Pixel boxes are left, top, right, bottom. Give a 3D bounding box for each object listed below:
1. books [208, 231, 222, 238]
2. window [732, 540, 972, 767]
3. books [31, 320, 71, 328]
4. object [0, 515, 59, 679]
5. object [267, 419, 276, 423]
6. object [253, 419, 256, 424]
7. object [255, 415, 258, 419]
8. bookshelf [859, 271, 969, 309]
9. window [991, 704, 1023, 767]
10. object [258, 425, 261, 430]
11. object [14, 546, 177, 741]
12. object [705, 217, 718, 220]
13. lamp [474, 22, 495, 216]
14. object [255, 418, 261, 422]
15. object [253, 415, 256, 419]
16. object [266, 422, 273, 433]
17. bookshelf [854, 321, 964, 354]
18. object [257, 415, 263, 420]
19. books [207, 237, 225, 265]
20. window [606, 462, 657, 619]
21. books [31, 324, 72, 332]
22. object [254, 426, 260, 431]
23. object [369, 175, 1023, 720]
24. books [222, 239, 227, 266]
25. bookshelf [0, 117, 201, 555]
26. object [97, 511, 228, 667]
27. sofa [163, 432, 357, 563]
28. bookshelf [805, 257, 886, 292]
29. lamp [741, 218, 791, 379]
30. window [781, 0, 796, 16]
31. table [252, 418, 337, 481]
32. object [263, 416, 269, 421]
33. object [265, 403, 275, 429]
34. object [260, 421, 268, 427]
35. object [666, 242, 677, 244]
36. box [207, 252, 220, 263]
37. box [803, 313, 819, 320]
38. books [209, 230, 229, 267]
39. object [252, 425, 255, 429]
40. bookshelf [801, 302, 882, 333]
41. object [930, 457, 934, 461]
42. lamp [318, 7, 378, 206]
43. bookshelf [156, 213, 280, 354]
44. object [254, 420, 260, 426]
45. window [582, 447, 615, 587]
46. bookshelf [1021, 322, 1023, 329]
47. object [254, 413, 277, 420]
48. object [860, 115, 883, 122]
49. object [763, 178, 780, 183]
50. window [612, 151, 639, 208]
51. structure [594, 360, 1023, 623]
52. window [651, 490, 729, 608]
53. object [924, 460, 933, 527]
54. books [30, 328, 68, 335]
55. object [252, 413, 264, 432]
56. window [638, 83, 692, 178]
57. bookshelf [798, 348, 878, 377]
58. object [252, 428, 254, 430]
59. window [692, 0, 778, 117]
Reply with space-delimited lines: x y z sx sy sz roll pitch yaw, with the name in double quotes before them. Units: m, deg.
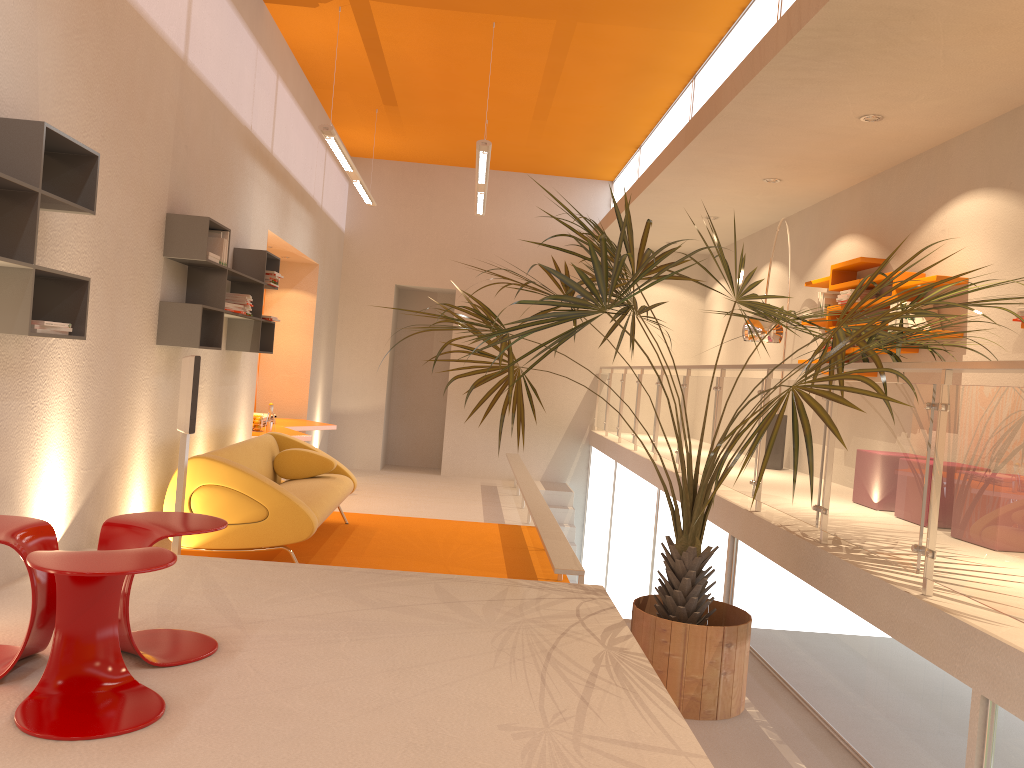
"books" -1.967 -0.875 5.668 0.207 0.210 0.021 5 1 -3
"window" 0.919 0.854 2.315 0.908 1.393 6.719 5 1 17
"books" -1.904 -0.243 3.493 0.230 0.017 0.227 5 1 -3
"object" -1.680 0.672 2.804 0.420 0.450 0.391 5 1 -3
"object" -2.654 0.392 9.348 0.250 0.049 0.349 5 1 -3
"object" -2.437 0.361 8.436 0.051 0.053 0.064 5 1 35
"object" -2.452 0.318 8.485 0.063 0.051 0.053 5 1 -10
"bookshelf" 2.864 -0.697 6.395 0.220 0.220 1.150 5 1 -3
"window" 0.857 2.472 0.813 0.993 4.599 4.234 5 1 29
"object" -2.416 0.418 8.435 0.061 0.053 0.053 5 1 -15
"object" -1.193 0.716 2.553 0.391 0.450 0.420 4 1 -33
"object" 2.204 -1.849 9.778 0.143 0.059 0.143 4 1 -31
"lamp" -0.252 -2.398 8.507 0.120 1.052 3.195 5 1 -3
"object" -2.405 0.339 8.407 0.053 0.051 0.063 5 1 -12
"object" -2.466 0.314 8.427 0.063 0.053 0.051 5 1 34
"object" -2.276 0.409 8.320 0.060 0.106 0.060 5 1 29
"bookshelf" 2.834 -0.341 6.400 0.220 0.220 1.150 5 1 -3
"object" -2.407 0.326 8.460 0.057 0.060 0.052 5 1 20
"books" -1.953 -0.853 5.639 0.230 0.169 0.023 5 1 -3
"window" 1.123 2.801 9.208 0.006 3.760 2.311 5 1 -3
"books" -1.893 -0.226 3.489 0.190 0.015 0.254 5 1 4
"object" -2.406 0.419 8.375 0.053 0.053 0.061 5 1 -13
"object" 0.872 0.240 4.103 3.098 2.600 3.241 5 1 5
"books" -1.958 -0.854 5.693 0.230 0.169 0.027 5 1 -3
"bookshelf" -1.914 0.094 3.435 0.322 2.145 3.370 5 1 -1
"object" -1.230 0.705 3.102 0.391 0.450 0.420 5 1 27
"sofa" -1.703 0.788 6.383 0.929 0.706 2.081 5 1 -3
"bookshelf" 2.823 -0.896 7.573 0.220 0.220 1.150 5 1 -3
"lamp" 2.245 -0.326 7.726 0.315 2.259 2.077 5 1 20
"window" 1.789 -2.345 4.271 0.006 0.660 2.794 5 1 -3
"table" -2.452 0.817 9.186 0.969 0.760 2.573 5 1 -3
"object" -2.628 0.350 8.993 0.262 0.049 0.349 5 1 -3
"object" -2.277 0.317 8.331 0.101 0.288 0.088 4 1 -33
"object" -2.632 0.399 8.993 0.262 0.049 0.349 5 1 -3
"object" 2.112 -1.883 11.727 0.143 0.059 0.143 4 1 -31
"box" -1.960 -0.791 5.495 0.232 0.047 0.232 5 1 -3
"box" 2.735 -0.593 7.849 0.232 0.047 0.232 5 1 -3
"books" -1.958 -0.884 5.743 0.230 0.227 0.017 5 1 -3
"object" -2.452 0.396 8.358 0.052 0.053 0.062 4 1 -21
"bookshelf" 2.794 -0.541 7.578 0.220 0.220 1.150 5 1 -3
"object" 2.639 0.668 6.128 0.390 0.377 0.390 5 1 -3
"lamp" -1.476 -2.499 8.447 0.120 1.052 3.195 5 1 -3
"bookshelf" -2.017 -0.634 6.301 0.252 0.790 2.000 5 1 -3
"object" -2.406 0.368 8.365 0.053 0.055 0.060 5 1 -15
"window" 1.018 2.762 11.439 0.006 3.760 2.078 5 1 -3
"bookshelf" 2.933 -0.305 4.306 0.220 0.220 1.150 5 1 -3
"object" -2.645 0.344 9.347 0.262 0.049 0.349 5 1 -3
"object" 2.388 -1.781 5.884 0.143 0.059 0.143 4 1 -31
"object" 2.296 -1.815 7.830 0.143 0.059 0.143 4 1 -31
"window" 1.450 -2.471 11.460 0.006 0.660 1.894 5 1 -3
"structure" 1.528 0.307 6.907 0.195 0.900 11.050 5 1 -3
"window" 0.745 2.024 3.565 0.481 5.399 8.922 5 1 9
"object" 2.669 0.679 5.503 0.390 0.377 0.390 5 1 -3
"books" -1.897 -0.212 3.481 0.190 0.015 0.254 5 1 -2
"object" -2.475 0.356 8.419 0.207 0.174 0.189 5 1 -3
"window" 1.555 -2.432 9.229 0.006 0.660 2.494 5 1 -3
"bookshelf" 2.764 -0.184 7.582 0.220 0.220 1.150 5 1 -3
"object" -2.475 0.407 8.437 0.052 0.060 0.057 5 1 38
"window" 1.669 -2.390 6.825 0.006 0.660 2.241 5 1 -3
